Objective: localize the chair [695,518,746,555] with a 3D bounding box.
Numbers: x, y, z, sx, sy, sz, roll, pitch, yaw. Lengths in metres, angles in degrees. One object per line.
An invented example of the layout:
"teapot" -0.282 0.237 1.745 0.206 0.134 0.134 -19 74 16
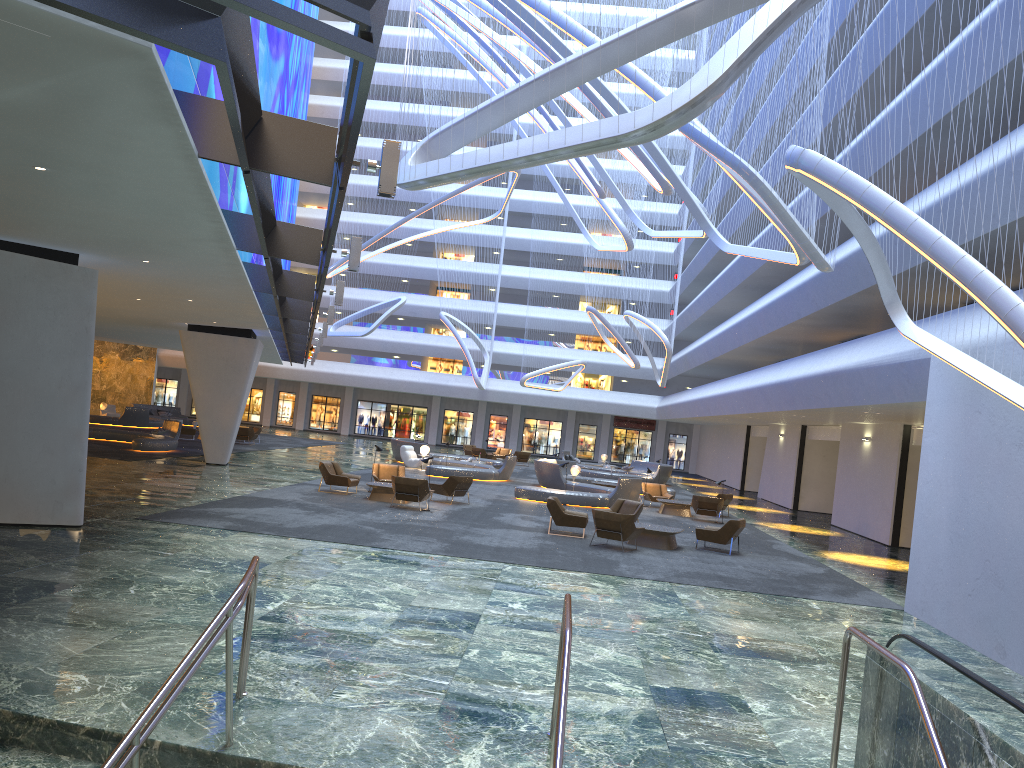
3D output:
"chair" 4.541 3.276 19.342 0.937 0.766 0.931 5 -2 28

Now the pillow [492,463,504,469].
"pillow" -0.337 3.177 34.300 0.692 0.262 0.878 6 -2 12

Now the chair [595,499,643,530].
"chair" 2.527 3.119 20.869 0.940 0.766 0.928 7 -2 -35

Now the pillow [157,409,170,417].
"pillow" -19.967 1.664 50.815 0.776 0.366 0.316 8 -2 -45

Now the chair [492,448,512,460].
"chair" -0.534 3.922 48.780 0.928 0.766 0.940 6 -2 22

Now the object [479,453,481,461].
"object" -1.449 3.245 39.582 0.066 0.355 0.076 6 -1 -29

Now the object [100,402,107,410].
"object" -20.920 1.133 45.399 0.366 0.387 0.318 6 -1 11

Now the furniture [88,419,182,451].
"furniture" -16.350 1.354 31.409 9.915 0.969 5.195 5 -2 21

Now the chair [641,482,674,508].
"chair" 4.769 3.711 29.406 0.930 0.766 0.938 7 -2 -13

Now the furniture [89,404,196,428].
"furniture" -19.311 1.668 47.050 5.179 0.969 9.945 5 -2 21

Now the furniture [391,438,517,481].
"furniture" -2.648 3.080 37.075 5.187 0.969 9.931 6 -2 -4

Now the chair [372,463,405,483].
"chair" -3.386 2.613 24.294 0.930 0.766 0.938 7 -2 -13

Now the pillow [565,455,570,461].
"pillow" 3.106 4.110 49.111 0.295 0.368 0.770 6 -2 17

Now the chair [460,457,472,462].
"chair" -2.536 3.464 39.655 1.788 0.501 0.585 8 -2 -32

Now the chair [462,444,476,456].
"chair" -2.186 3.724 48.348 0.931 0.766 0.937 8 -2 -43

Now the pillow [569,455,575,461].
"pillow" 3.317 4.110 49.133 0.315 0.386 0.786 6 -2 19

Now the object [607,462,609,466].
"object" 5.248 4.390 48.558 0.131 0.252 0.103 6 -1 -13

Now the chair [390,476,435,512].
"chair" -2.402 2.590 21.091 0.929 0.766 0.940 6 -2 10

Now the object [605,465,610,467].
"object" 5.273 4.505 48.595 0.381 0.038 0.381 6 -2 -4

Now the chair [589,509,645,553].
"chair" 2.098 2.953 17.951 0.928 0.766 0.940 5 -2 31

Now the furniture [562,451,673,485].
"furniture" 5.279 4.305 45.942 5.185 0.969 9.934 6 -2 0

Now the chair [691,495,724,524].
"chair" 5.753 3.688 26.203 0.929 0.766 0.940 6 -2 10

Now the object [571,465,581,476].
"object" 2.298 3.122 32.043 0.366 0.387 0.318 6 -1 11

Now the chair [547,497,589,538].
"chair" 1.210 2.916 19.420 0.938 0.766 0.930 6 -2 6

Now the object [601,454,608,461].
"object" 5.327 4.241 51.183 0.367 0.387 0.318 7 -1 -14

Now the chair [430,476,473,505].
"chair" -1.601 2.776 23.496 0.937 0.766 0.931 5 -2 37

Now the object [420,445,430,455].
"object" -3.429 2.613 34.884 0.367 0.387 0.318 7 -1 -14

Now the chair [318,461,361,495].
"chair" -4.488 2.440 22.983 0.938 0.766 0.930 6 -2 12

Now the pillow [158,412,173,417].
"pillow" -19.871 1.711 50.646 0.692 0.262 0.877 6 -2 -6

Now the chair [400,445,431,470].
"chair" -3.881 2.965 35.693 1.155 0.882 0.730 6 -1 23

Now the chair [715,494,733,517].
"chair" 6.554 3.873 28.607 0.937 0.766 0.931 5 -2 37

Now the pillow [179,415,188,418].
"pillow" -19.007 1.894 51.268 0.443 0.207 0.444 7 -2 -10

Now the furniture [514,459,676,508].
"furniture" 2.550 3.403 31.052 5.179 0.969 9.945 5 -2 21

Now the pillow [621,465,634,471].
"pillow" 5.959 4.327 45.668 0.694 0.262 0.876 8 -3 -34

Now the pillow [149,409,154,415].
"pillow" -20.531 1.564 49.950 0.315 0.386 0.786 6 -2 20

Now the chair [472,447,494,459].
"chair" -1.563 3.680 45.593 0.928 0.766 0.941 5 -2 45

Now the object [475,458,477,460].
"object" -1.590 3.345 39.499 0.071 0.118 0.151 6 -2 14

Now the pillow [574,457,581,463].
"pillow" 3.531 4.237 49.410 0.872 0.280 0.686 4 -3 41
